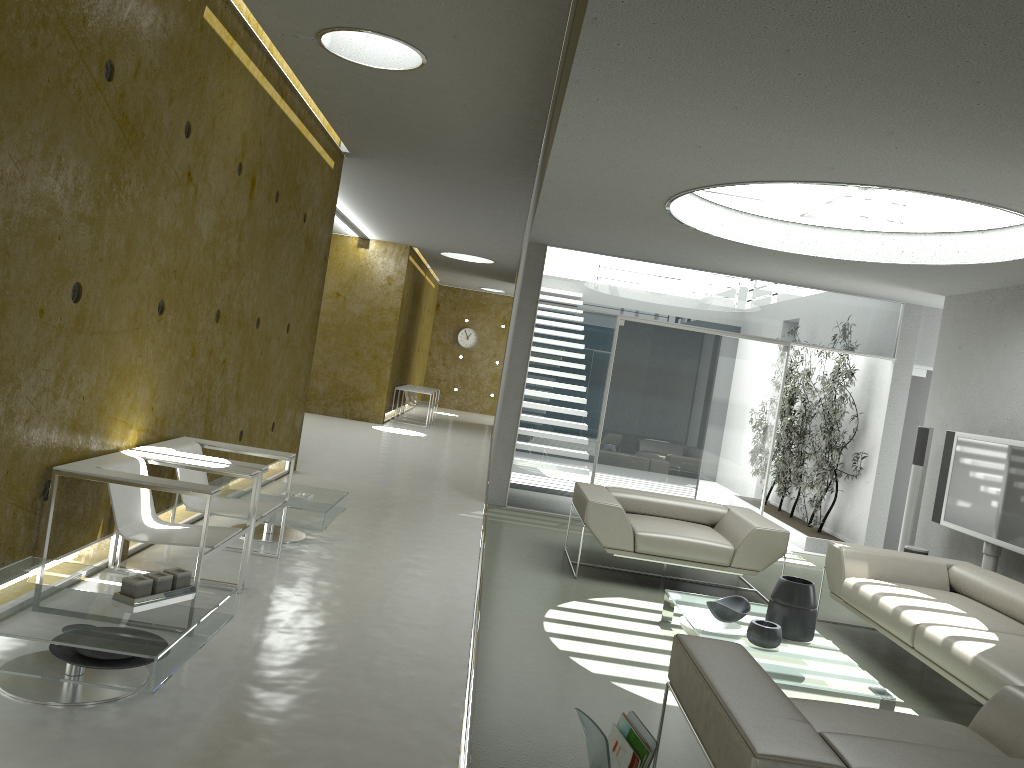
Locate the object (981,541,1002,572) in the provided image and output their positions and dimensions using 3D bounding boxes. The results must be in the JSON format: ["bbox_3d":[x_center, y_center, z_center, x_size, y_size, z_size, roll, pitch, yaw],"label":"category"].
[{"bbox_3d":[3.472,1.514,6.626,0.323,0.689,0.882,9,1,-1],"label":"object"}]

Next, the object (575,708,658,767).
[{"bbox_3d":[0.330,1.294,3.020,0.216,0.288,0.329,9,1,-11],"label":"object"}]

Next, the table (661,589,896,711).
[{"bbox_3d":[1.348,1.463,4.816,0.790,0.200,1.500,9,1,-1],"label":"table"}]

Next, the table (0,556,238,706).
[{"bbox_3d":[-1.643,0.968,3.372,0.900,0.300,0.900,9,1,-1],"label":"table"}]

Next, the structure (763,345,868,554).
[{"bbox_3d":[3.466,0.464,10.840,0.646,2.589,3.371,9,1,-2],"label":"structure"}]

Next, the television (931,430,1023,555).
[{"bbox_3d":[3.641,0.797,6.612,0.127,0.781,1.603,9,1,-1],"label":"television"}]

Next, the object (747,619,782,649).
[{"bbox_3d":[1.313,1.303,4.613,0.177,0.113,0.177,9,1,-20],"label":"object"}]

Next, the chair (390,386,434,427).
[{"bbox_3d":[-1.954,0.442,17.467,0.710,0.667,0.800,9,1,-1],"label":"chair"}]

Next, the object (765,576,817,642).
[{"bbox_3d":[1.551,1.235,4.899,0.265,0.309,0.265,9,1,-18],"label":"object"}]

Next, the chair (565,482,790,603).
[{"bbox_3d":[1.214,1.206,6.829,1.481,0.583,1.039,9,1,-1],"label":"chair"}]

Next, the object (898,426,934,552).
[{"bbox_3d":[3.512,1.101,7.765,0.310,1.469,0.310,10,1,26],"label":"object"}]

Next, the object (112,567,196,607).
[{"bbox_3d":[-1.418,0.799,3.544,0.118,0.097,0.326,10,1,24],"label":"object"}]

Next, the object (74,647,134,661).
[{"bbox_3d":[-1.446,0.956,3.190,0.239,0.027,0.239,9,1,16],"label":"object"}]

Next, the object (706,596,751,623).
[{"bbox_3d":[1.215,1.274,4.996,0.223,0.125,0.317,10,1,36],"label":"object"}]

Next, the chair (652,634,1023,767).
[{"bbox_3d":[1.278,1.301,2.732,1.481,0.583,1.039,9,1,-1],"label":"chair"}]

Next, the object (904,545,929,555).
[{"bbox_3d":[3.328,1.591,7.384,0.175,0.461,0.185,9,1,-7],"label":"object"}]

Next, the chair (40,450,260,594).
[{"bbox_3d":[-1.750,0.745,4.358,0.710,0.667,0.800,9,1,-1],"label":"chair"}]

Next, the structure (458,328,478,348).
[{"bbox_3d":[-1.195,-1.241,24.026,0.547,0.539,0.016,9,1,-1],"label":"structure"}]

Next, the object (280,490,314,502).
[{"bbox_3d":[-1.478,0.772,6.089,0.197,0.029,0.189,9,1,-1],"label":"object"}]

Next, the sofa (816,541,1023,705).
[{"bbox_3d":[2.681,1.477,4.833,1.037,0.585,2.791,9,1,-1],"label":"sofa"}]

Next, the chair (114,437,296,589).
[{"bbox_3d":[-1.763,0.725,5.214,0.710,0.667,0.800,9,1,-1],"label":"chair"}]

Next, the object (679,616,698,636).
[{"bbox_3d":[1.152,1.463,5.148,0.387,0.124,0.387,8,1,-29],"label":"object"}]

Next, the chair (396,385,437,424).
[{"bbox_3d":[-1.967,0.422,18.323,0.710,0.667,0.800,9,1,-1],"label":"chair"}]

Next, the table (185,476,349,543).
[{"bbox_3d":[-1.688,0.902,6.219,0.900,0.300,0.900,9,1,-1],"label":"table"}]

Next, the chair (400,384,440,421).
[{"bbox_3d":[-1.981,0.402,19.179,0.710,0.667,0.800,9,1,-1],"label":"chair"}]

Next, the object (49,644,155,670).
[{"bbox_3d":[-1.447,0.959,3.190,0.394,0.027,0.394,9,1,-18],"label":"object"}]
